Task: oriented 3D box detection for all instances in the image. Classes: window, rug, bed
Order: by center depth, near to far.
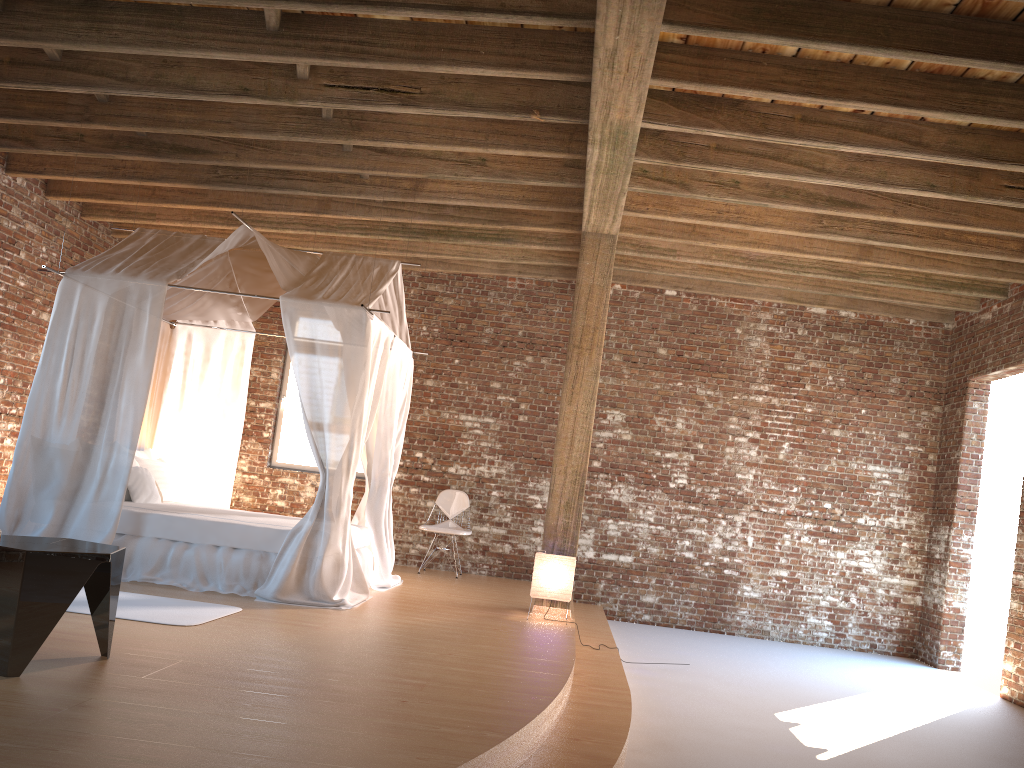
[{"bbox_3d":[-2.419,1.278,5.197,1.445,0.007,0.858,7,-7,3],"label":"rug"},{"bbox_3d":[-2.126,-0.384,7.152,2.693,3.868,2.485,7,-4,2],"label":"bed"},{"bbox_3d":[-1.961,0.117,9.877,1.328,1.842,0.170,7,-3,1],"label":"window"}]

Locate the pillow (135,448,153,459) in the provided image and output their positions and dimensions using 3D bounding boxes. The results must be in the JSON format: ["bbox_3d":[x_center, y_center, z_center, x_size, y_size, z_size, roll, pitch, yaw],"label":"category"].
[{"bbox_3d":[-3.287,0.773,7.701,0.209,0.496,0.629,7,-5,4],"label":"pillow"}]

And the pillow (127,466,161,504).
[{"bbox_3d":[-2.963,0.805,7.023,0.214,0.290,0.388,6,-5,12],"label":"pillow"}]

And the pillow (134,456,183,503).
[{"bbox_3d":[-3.098,0.842,7.698,0.295,0.431,0.627,7,-6,4],"label":"pillow"}]

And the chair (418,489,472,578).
[{"bbox_3d":[-0.693,1.559,9.324,0.542,0.894,0.571,7,-4,3],"label":"chair"}]

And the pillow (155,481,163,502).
[{"bbox_3d":[-2.987,0.856,7.262,0.164,0.233,0.287,7,-5,2],"label":"pillow"}]

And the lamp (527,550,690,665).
[{"bbox_3d":[0.809,1.770,6.896,1.406,0.778,0.355,8,-3,-6],"label":"lamp"}]

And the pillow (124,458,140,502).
[{"bbox_3d":[-3.121,0.731,7.110,0.353,0.401,0.608,7,-6,1],"label":"pillow"}]

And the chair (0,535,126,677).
[{"bbox_3d":[-1.963,0.909,3.670,0.636,0.488,0.521,12,-7,-43],"label":"chair"}]
